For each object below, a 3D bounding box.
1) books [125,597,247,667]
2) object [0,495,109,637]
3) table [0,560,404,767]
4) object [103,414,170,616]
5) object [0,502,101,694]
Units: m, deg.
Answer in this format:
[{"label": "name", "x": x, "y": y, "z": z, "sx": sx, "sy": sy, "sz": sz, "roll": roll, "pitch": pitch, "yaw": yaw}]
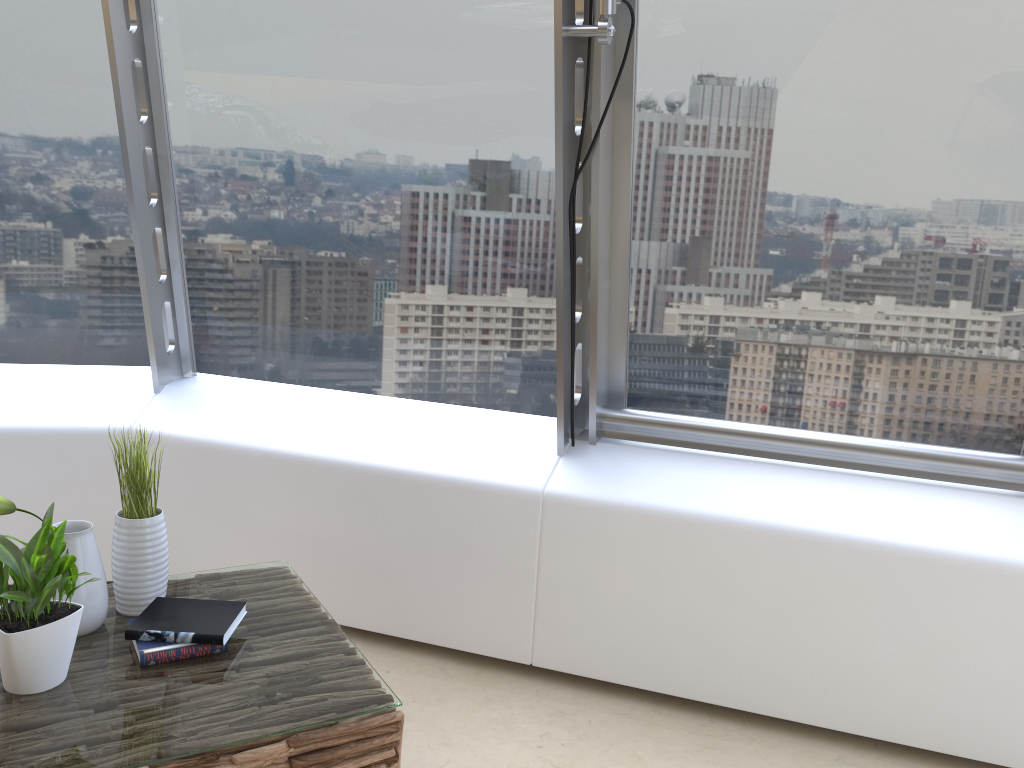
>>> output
[{"label": "books", "x": -0.765, "y": 0.574, "z": 2.058, "sx": 0.265, "sy": 0.063, "sz": 0.246, "roll": 2, "pitch": 10, "yaw": -8}, {"label": "object", "x": -1.088, "y": 0.403, "z": 2.035, "sx": 0.297, "sy": 0.370, "sz": 0.152, "roll": -5, "pitch": 13, "yaw": -40}, {"label": "table", "x": -0.874, "y": 0.825, "z": 2.029, "sx": 1.007, "sy": 0.436, "sz": 0.923, "roll": -2, "pitch": 11, "yaw": -30}, {"label": "object", "x": -0.929, "y": 0.311, "z": 2.202, "sx": 0.153, "sy": 0.511, "sz": 0.150, "roll": -2, "pitch": 11, "yaw": -27}, {"label": "object", "x": -0.999, "y": 0.445, "z": 1.841, "sx": 0.284, "sy": 0.369, "sz": 0.215, "roll": 11, "pitch": 12, "yaw": 37}]
